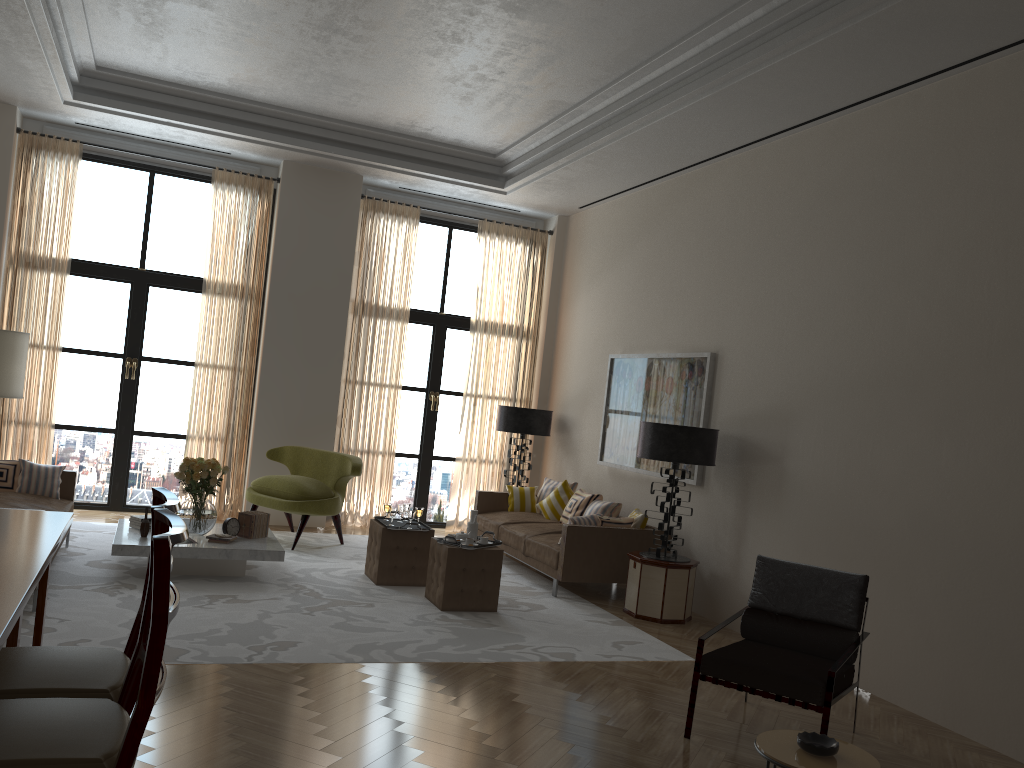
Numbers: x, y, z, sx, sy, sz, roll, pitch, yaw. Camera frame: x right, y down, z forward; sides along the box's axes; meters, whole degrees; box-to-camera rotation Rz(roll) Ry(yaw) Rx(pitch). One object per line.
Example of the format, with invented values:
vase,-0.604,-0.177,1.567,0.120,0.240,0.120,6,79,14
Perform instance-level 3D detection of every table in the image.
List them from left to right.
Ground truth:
table,-3.079,1.294,3.760,1.802,1.027,3.797,7,-1,-22
table,-3.291,1.737,9.253,1.585,0.343,1.499,7,-1,-22
table,1.434,2.037,4.255,0.583,0.547,0.585,6,-1,18

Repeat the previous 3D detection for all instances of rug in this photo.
rug,-1.991,2.019,9.345,5.524,0.065,5.726,7,-1,-22

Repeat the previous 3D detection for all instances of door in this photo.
door,-5.140,-0.615,12.122,3.261,4.768,0.239,6,0,-22
door,-1.177,-0.140,13.721,3.089,4.768,0.239,6,0,-22

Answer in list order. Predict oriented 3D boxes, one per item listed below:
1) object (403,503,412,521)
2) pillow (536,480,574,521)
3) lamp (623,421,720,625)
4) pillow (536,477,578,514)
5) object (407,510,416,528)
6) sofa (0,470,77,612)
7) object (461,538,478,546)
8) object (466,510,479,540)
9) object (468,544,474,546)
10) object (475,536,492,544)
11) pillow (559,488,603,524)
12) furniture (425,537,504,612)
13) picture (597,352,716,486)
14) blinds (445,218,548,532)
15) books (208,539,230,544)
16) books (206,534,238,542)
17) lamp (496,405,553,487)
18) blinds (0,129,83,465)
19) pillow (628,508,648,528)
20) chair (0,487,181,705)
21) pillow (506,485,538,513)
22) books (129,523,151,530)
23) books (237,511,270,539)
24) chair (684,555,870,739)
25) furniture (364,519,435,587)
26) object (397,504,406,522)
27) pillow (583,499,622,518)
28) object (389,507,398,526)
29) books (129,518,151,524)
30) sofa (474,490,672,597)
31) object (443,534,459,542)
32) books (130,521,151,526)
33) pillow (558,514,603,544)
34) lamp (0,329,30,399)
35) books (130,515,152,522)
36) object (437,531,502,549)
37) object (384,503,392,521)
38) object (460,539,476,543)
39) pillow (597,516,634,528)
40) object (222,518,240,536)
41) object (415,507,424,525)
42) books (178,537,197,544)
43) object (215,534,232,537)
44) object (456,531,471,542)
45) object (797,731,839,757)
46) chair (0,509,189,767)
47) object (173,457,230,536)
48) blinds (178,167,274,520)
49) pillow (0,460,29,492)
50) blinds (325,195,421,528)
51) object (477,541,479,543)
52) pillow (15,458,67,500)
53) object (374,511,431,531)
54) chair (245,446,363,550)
object,-1.183,1.438,9.921,0.098,0.192,0.098,6,0,25
pillow,0.656,1.592,11.944,0.766,0.617,0.356,6,0,22
lamp,1.654,1.438,9.341,0.830,2.018,0.829,6,0,-21
pillow,0.579,1.610,12.342,0.356,0.576,0.622,6,-1,-43
object,-1.072,1.437,9.385,0.098,0.192,0.098,6,0,-22
sofa,-4.826,1.305,8.020,1.353,0.819,2.976,7,-1,-22
object,-0.414,1.547,8.678,0.176,0.067,0.176,7,-1,-20
object,-0.400,1.440,9.037,0.113,0.305,0.125,6,0,15
object,-0.396,1.567,8.580,0.053,0.026,0.049,7,-1,-20
object,-0.279,1.569,8.896,0.176,0.067,0.176,7,-1,-23
pillow,0.884,1.644,11.426,0.404,0.547,0.617,6,-1,-19
furniture,-0.484,1.897,8.844,0.614,0.616,0.613,6,-1,-22
picture,1.702,0.366,10.843,0.080,1.480,2.264,6,-1,-23
blinds,-0.219,-0.043,13.865,1.243,4.875,0.418,6,0,-20
books,-2.960,1.583,9.004,0.197,0.024,0.256,6,-1,-4
books,-2.947,1.561,9.008,0.255,0.026,0.202,6,-1,3
lamp,0.096,1.362,13.270,0.830,2.018,0.829,6,0,-17
blinds,-6.188,-0.752,11.457,0.781,4.887,0.419,6,0,-20
pillow,1.391,1.701,10.285,0.296,0.476,0.515,6,-1,0
chair,-1.871,1.173,3.559,0.879,1.505,0.655,6,0,-22
pillow,0.152,1.625,12.334,0.483,0.433,0.317,6,0,-12
books,-3.818,1.483,9.269,0.207,0.035,0.281,5,-2,35
books,-2.758,1.497,9.446,0.210,0.264,0.282,6,-1,28
chair,1.855,1.825,6.018,0.876,1.135,1.136,6,-1,33
furniture,-1.230,1.834,9.653,0.614,0.616,0.613,6,-1,-22
object,-1.228,1.430,9.786,0.098,0.192,0.098,6,0,-22
pillow,1.073,1.721,11.095,0.371,0.566,0.659,6,-1,-26
object,-1.276,1.417,9.471,0.098,0.192,0.098,6,0,4
books,-3.814,1.428,9.270,0.229,0.024,0.281,5,-2,33
sofa,0.606,1.979,11.191,1.353,0.819,2.976,7,-1,-22
object,-0.592,1.517,8.741,0.175,0.067,0.176,5,-2,44
books,-3.814,1.453,9.257,0.207,0.024,0.263,5,-2,31
pillow,0.761,1.653,9.976,0.499,0.428,0.326,7,-1,-34
lamp,-6.083,0.489,10.175,0.766,2.255,0.768,6,0,31
books,-3.813,1.400,9.260,0.206,0.030,0.260,5,-2,35
object,-0.417,1.544,8.851,0.440,0.101,0.721,5,-2,32
object,-1.382,1.413,9.802,0.098,0.192,0.098,6,0,-39
object,-0.437,1.556,8.776,0.186,0.026,0.041,7,-1,-14
pillow,1.112,1.698,10.079,0.465,0.412,0.303,7,0,-24
object,-2.931,1.500,9.265,0.082,0.209,0.205,6,0,29
object,-1.021,1.451,9.708,0.098,0.192,0.098,6,0,4
books,-3.331,1.531,8.772,0.383,0.038,0.281,5,-2,41
object,-2.936,1.541,9.018,0.139,0.019,0.137,7,-2,-38
object,-0.502,1.525,8.905,0.176,0.105,0.136,7,-1,-25
object,1.467,1.734,4.255,0.193,0.064,0.193,6,-1,1
chair,-1.621,1.186,2.962,0.879,1.505,0.655,6,0,-22
object,-3.226,1.170,9.188,0.540,0.821,0.626,6,0,-26
blinds,-3.978,-0.494,12.348,0.874,4.875,0.418,6,0,-19
pillow,-5.264,0.974,9.130,0.465,0.412,0.303,7,0,-24
blinds,-2.043,-0.262,13.130,0.961,4.875,0.419,6,0,-20
object,-0.323,1.587,8.949,0.041,0.015,0.187,6,-1,20
pillow,-4.913,1.011,9.232,0.499,0.428,0.326,7,-1,-34
object,-1.196,1.489,9.646,0.491,0.092,0.801,7,-1,-22
chair,-2.780,1.440,11.360,1.788,1.213,1.031,6,-1,36
